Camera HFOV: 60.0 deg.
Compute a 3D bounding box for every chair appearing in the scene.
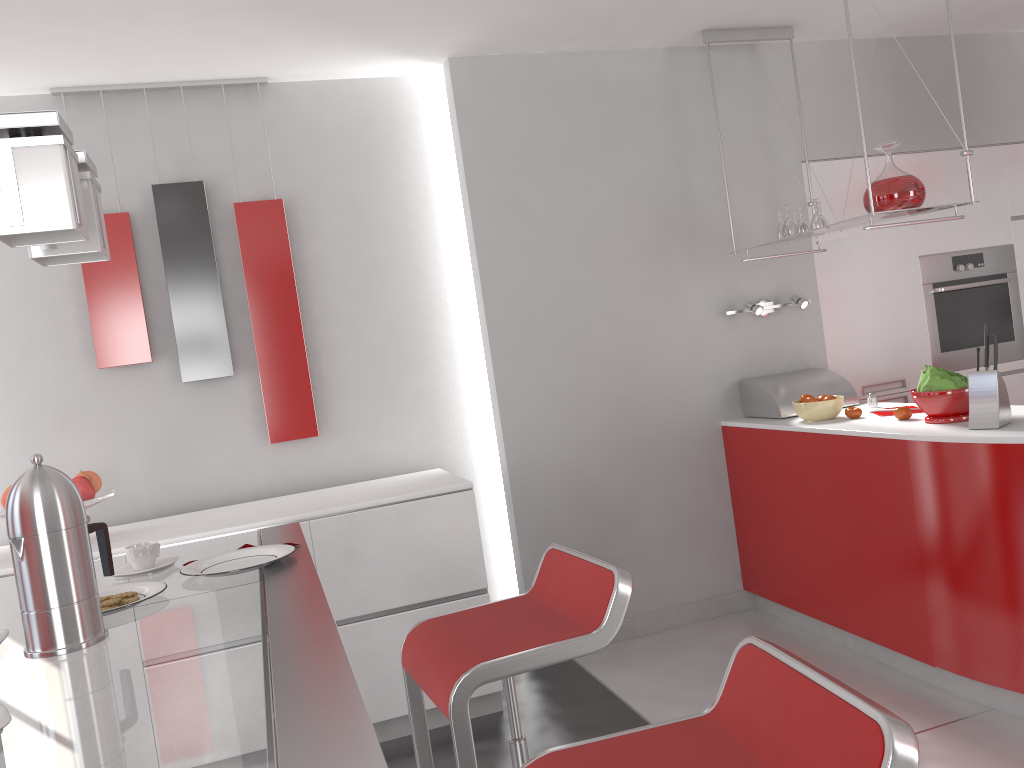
[{"bbox_3d":[0.271,0.835,1.170,0.460,0.857,0.418,-9,2,-11],"label":"chair"},{"bbox_3d":[0.039,0.839,1.973,0.460,0.857,0.418,-9,2,-21],"label":"chair"}]

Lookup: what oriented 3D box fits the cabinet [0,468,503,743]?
[{"bbox_3d":[-1.022,0.931,3.325,1.802,0.880,0.610,-9,2,-16],"label":"cabinet"}]

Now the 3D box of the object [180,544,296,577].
[{"bbox_3d":[-0.527,0.345,1.713,0.217,0.015,0.217,-7,2,20],"label":"object"}]

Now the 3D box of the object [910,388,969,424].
[{"bbox_3d":[1.521,0.069,3.094,0.229,0.118,0.228,-6,3,45],"label":"object"}]

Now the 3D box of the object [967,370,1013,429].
[{"bbox_3d":[1.523,0.045,2.843,0.137,0.178,0.091,-10,3,-43],"label":"object"}]

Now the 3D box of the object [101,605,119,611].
[{"bbox_3d":[-0.681,0.377,1.484,0.036,0.006,0.034,-8,2,5],"label":"object"}]

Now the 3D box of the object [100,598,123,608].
[{"bbox_3d":[-0.682,0.371,1.503,0.034,0.006,0.036,-8,2,7],"label":"object"}]

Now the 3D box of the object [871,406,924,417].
[{"bbox_3d":[1.535,0.108,3.533,0.168,0.006,0.266,-8,2,10],"label":"object"}]

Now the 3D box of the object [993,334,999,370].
[{"bbox_3d":[1.547,-0.019,2.833,0.012,0.279,0.130,-6,3,45],"label":"object"}]

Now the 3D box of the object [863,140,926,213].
[{"bbox_3d":[1.393,-0.751,3.253,0.213,0.266,0.213,-8,2,12],"label":"object"}]

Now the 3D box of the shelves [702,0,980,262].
[{"bbox_3d":[1.247,-1.070,3.514,0.462,1.023,0.934,-9,2,-16],"label":"shelves"}]

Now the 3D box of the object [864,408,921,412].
[{"bbox_3d":[1.566,0.098,3.486,0.041,0.008,0.375,-10,3,-40],"label":"object"}]

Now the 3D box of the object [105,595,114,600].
[{"bbox_3d":[-0.715,0.379,1.562,0.034,0.006,0.036,-10,2,-33],"label":"object"}]

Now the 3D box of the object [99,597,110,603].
[{"bbox_3d":[-0.718,0.375,1.532,0.034,0.006,0.036,-7,2,21],"label":"object"}]

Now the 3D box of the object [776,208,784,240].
[{"bbox_3d":[1.146,-0.671,3.764,0.060,0.141,0.060,-10,3,-39],"label":"object"}]

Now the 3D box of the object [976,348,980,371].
[{"bbox_3d":[1.510,-0.018,2.872,0.009,0.197,0.091,-6,3,45],"label":"object"}]

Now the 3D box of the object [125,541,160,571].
[{"bbox_3d":[-0.750,0.350,1.803,0.062,0.049,0.078,-9,2,-17],"label":"object"}]

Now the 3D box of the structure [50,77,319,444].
[{"bbox_3d":[-1.299,-0.466,3.592,0.820,1.503,0.040,-9,2,-16],"label":"structure"}]

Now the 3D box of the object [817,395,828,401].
[{"bbox_3d":[1.289,0.069,3.668,0.062,0.049,0.066,-9,2,-19],"label":"object"}]

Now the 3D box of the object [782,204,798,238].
[{"bbox_3d":[1.137,-0.665,3.645,0.060,0.141,0.060,-10,3,-39],"label":"object"}]

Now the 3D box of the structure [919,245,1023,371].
[{"bbox_3d":[2.349,-0.383,4.486,0.599,0.589,0.050,-9,2,-16],"label":"structure"}]

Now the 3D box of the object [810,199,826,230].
[{"bbox_3d":[1.237,-0.678,3.597,0.060,0.141,0.060,-9,2,-16],"label":"object"}]

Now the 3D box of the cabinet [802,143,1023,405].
[{"bbox_3d":[2.573,-0.223,4.881,2.398,2.026,0.614,-9,2,-16],"label":"cabinet"}]

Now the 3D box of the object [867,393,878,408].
[{"bbox_3d":[1.531,0.069,3.771,0.042,0.066,0.043,-8,2,-3],"label":"object"}]

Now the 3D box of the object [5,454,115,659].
[{"bbox_3d":[-0.681,0.244,1.325,0.113,0.287,0.149,-8,2,-8],"label":"object"}]

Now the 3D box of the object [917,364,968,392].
[{"bbox_3d":[1.517,0.016,3.082,0.193,0.182,0.198,-9,2,-11],"label":"object"}]

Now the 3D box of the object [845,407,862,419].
[{"bbox_3d":[1.355,0.115,3.519,0.063,0.047,0.065,-9,2,-17],"label":"object"}]

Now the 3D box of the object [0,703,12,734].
[{"bbox_3d":[-0.617,0.386,0.972,0.119,0.016,0.119,-10,3,-36],"label":"object"}]

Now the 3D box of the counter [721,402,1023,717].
[{"bbox_3d":[2.204,0.474,3.105,2.865,0.880,1.868,-8,2,18],"label":"counter"}]

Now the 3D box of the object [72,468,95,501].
[{"bbox_3d":[-1.538,0.363,3.128,0.117,0.133,0.097,-9,2,-27],"label":"object"}]

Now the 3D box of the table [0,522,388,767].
[{"bbox_3d":[-0.585,0.883,1.244,0.800,1.000,1.700,-9,2,-16],"label":"table"}]

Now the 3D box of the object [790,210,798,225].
[{"bbox_3d":[1.248,-0.690,3.890,0.060,0.141,0.060,-9,2,-16],"label":"object"}]

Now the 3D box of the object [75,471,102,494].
[{"bbox_3d":[-1.564,0.369,3.256,0.097,0.101,0.121,-10,3,-38],"label":"object"}]

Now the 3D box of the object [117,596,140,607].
[{"bbox_3d":[-0.658,0.373,1.523,0.034,0.006,0.036,-9,2,-17],"label":"object"}]

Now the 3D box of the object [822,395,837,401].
[{"bbox_3d":[1.288,0.071,3.601,0.062,0.049,0.066,-9,2,-8],"label":"object"}]

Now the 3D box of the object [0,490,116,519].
[{"bbox_3d":[-1.610,0.498,3.149,0.398,0.159,0.398,-7,2,33],"label":"object"}]

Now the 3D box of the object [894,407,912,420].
[{"bbox_3d":[1.447,0.108,3.280,0.063,0.048,0.064,-10,3,-38],"label":"object"}]

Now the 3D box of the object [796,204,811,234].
[{"bbox_3d":[1.208,-0.677,3.692,0.060,0.141,0.060,-9,2,-16],"label":"object"}]

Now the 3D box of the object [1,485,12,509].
[{"bbox_3d":[-1.731,0.402,3.119,0.117,0.105,0.096,-8,2,13],"label":"object"}]

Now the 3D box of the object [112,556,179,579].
[{"bbox_3d":[-0.744,0.374,1.797,0.119,0.016,0.119,-8,2,3],"label":"object"}]

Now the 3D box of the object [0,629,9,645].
[{"bbox_3d":[-0.834,0.403,1.346,0.119,0.016,0.119,-9,2,-19],"label":"object"}]

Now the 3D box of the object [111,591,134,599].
[{"bbox_3d":[-0.678,0.369,1.545,0.036,0.006,0.034,-9,2,-28],"label":"object"}]

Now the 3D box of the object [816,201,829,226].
[{"bbox_3d":[1.293,-0.690,3.713,0.060,0.141,0.060,-9,2,-16],"label":"object"}]

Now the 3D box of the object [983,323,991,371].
[{"bbox_3d":[1.532,-0.034,2.858,0.014,0.322,0.150,-6,3,45],"label":"object"}]

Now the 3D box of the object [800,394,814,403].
[{"bbox_3d":[1.235,0.071,3.699,0.066,0.058,0.055,-9,2,-31],"label":"object"}]

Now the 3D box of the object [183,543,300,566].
[{"bbox_3d":[-0.560,0.347,1.847,0.234,0.012,0.095,-9,2,-16],"label":"object"}]

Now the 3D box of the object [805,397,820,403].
[{"bbox_3d":[1.235,0.078,3.638,0.062,0.052,0.065,-9,2,-32],"label":"object"}]

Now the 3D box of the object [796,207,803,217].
[{"bbox_3d":[1.242,-0.686,3.800,0.060,0.141,0.060,-9,2,-16],"label":"object"}]

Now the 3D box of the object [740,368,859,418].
[{"bbox_3d":[1.297,0.036,4.018,0.400,0.170,0.300,-9,2,-16],"label":"object"}]

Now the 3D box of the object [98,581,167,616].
[{"bbox_3d":[-0.706,0.378,1.524,0.217,0.015,0.217,-7,2,21],"label":"object"}]

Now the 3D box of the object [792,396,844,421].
[{"bbox_3d":[1.258,0.105,3.634,0.201,0.086,0.201,-9,2,-15],"label":"object"}]

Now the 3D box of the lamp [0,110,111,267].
[{"bbox_3d":[-0.826,-0.687,1.239,0.304,1.025,0.304,-9,2,-16],"label":"lamp"}]

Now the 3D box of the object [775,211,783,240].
[{"bbox_3d":[1.170,-0.678,3.856,0.060,0.141,0.060,-9,2,-16],"label":"object"}]

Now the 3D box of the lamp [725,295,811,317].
[{"bbox_3d":[1.201,-0.356,4.081,0.454,0.081,0.155,-9,2,-16],"label":"lamp"}]

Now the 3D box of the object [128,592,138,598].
[{"bbox_3d":[-0.678,0.374,1.563,0.034,0.006,0.036,-9,2,-16],"label":"object"}]
